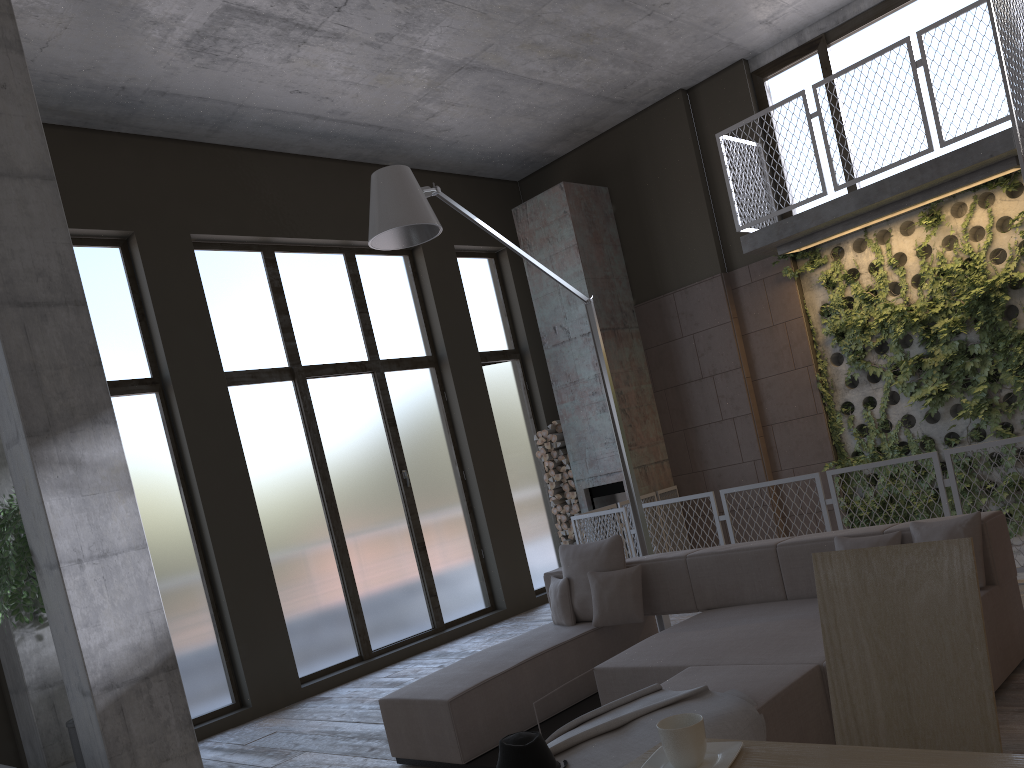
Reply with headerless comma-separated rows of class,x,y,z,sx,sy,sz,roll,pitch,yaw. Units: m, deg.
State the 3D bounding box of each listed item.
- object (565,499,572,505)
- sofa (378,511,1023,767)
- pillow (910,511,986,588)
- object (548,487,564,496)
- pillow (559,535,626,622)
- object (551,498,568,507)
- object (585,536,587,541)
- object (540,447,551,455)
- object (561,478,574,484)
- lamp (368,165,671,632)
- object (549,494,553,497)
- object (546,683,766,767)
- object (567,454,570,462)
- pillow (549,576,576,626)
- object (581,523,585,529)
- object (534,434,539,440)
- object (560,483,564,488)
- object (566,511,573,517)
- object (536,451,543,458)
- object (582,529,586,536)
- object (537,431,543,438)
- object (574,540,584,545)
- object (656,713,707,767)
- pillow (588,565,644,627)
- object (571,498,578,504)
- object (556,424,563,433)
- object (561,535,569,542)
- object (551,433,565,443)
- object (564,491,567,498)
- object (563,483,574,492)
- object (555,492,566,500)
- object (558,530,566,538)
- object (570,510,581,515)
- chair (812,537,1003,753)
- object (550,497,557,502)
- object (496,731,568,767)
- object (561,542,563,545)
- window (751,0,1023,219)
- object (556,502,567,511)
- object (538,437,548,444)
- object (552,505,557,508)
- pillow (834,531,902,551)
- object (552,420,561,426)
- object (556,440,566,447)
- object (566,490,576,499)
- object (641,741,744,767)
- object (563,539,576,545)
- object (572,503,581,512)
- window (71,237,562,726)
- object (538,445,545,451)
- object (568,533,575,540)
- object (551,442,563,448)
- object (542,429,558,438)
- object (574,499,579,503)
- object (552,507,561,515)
object,0.808,1.382,10.519,0.416,0.067,0.068,-7,-6,-45
sofa,0.553,1.491,4.507,2.966,0.785,3.055,-7,-8,-46
pillow,2.155,0.840,4.355,0.184,0.366,0.369,-14,-1,-41
object,0.628,1.277,10.633,0.448,0.089,0.092,-8,-5,-44
pillow,0.546,1.323,5.907,0.217,0.557,0.574,-14,-1,-44
object,0.627,1.402,10.571,0.416,0.073,0.072,-7,-5,-45
object,0.998,1.834,10.410,0.358,0.125,0.065,-8,-3,-45
object,0.516,0.781,10.565,0.092,0.089,0.448,-15,-5,43
object,0.731,1.134,10.475,0.327,0.057,0.090,-7,-7,-45
lamp,0.362,0.363,6.058,0.767,3.427,2.590,-12,0,31
object,0.610,1.308,10.697,0.416,0.071,0.068,-7,-5,-45
object,0.228,1.568,3.235,1.576,0.503,1.062,-10,-5,-27
object,0.796,0.855,10.400,0.065,0.126,0.358,-13,-3,42
pillow,0.348,1.521,6.096,0.150,0.376,0.372,-13,-2,-14
object,0.975,1.649,10.463,0.117,0.079,0.428,-16,-6,43
object,0.421,0.620,10.619,0.068,0.069,0.416,-15,-5,43
object,0.715,1.185,10.538,0.354,0.074,0.065,-8,-5,-44
object,0.788,1.532,10.559,0.065,0.074,0.354,-14,-5,42
object,0.464,0.826,10.630,0.093,0.092,0.431,-15,-5,43
object,0.982,1.727,10.444,0.472,0.083,0.095,-7,-6,-45
object,0.481,0.588,10.596,0.092,0.090,0.448,-15,-5,42
object,0.877,1.884,10.567,0.354,0.074,0.065,-8,-5,-44
object,0.340,0.709,1.743,0.093,0.088,0.117,-13,-3,-3
pillow,0.679,1.370,5.655,0.380,0.373,0.167,-14,1,18
object,0.864,1.360,10.461,0.416,0.067,0.068,-7,-6,-45
object,0.656,0.522,10.487,0.289,0.108,0.101,-8,-5,-45
object,0.750,1.886,10.745,0.071,0.118,0.359,-13,-4,43
object,0.640,0.620,10.425,0.095,0.093,0.431,-15,-5,43
object,0.780,1.296,10.566,0.357,0.086,0.103,-7,-6,-45
object,0.731,1.209,10.453,0.100,0.107,0.289,-15,-5,43
object,0.705,1.333,10.631,0.428,0.079,0.117,-7,-7,-45
object,0.728,1.785,10.724,0.081,0.107,0.430,-14,-4,43
object,0.854,1.495,10.484,0.358,0.068,0.124,-7,-7,-45
chair,0.683,0.963,1.669,0.709,1.196,0.354,-13,1,-43
object,0.614,1.374,10.673,0.124,0.068,0.358,-17,-7,42
object,0.042,1.324,3.114,0.307,0.169,0.294,-16,-5,31
object,0.754,1.911,10.646,0.068,0.067,0.416,-15,-5,43
window,3.924,-2.754,7.776,3.635,1.748,0.108,-17,-1,44
object,0.718,1.461,10.645,0.448,0.089,0.092,-7,-6,-45
object,0.502,0.653,10.539,0.115,0.080,0.428,-16,-6,43
object,0.649,1.441,10.674,0.418,0.085,0.068,-8,-4,-44
pillow,1.874,0.971,4.619,0.377,0.359,0.183,-15,-1,43
object,0.616,0.449,10.463,0.089,0.056,0.327,-17,-7,43
object,0.691,0.687,10.404,0.067,0.067,0.416,-15,-5,43
object,0.820,1.294,10.494,0.430,0.093,0.094,-7,-5,-45
object,0.350,0.749,1.731,0.188,0.014,0.183,-17,-7,30
object,0.803,1.883,10.591,0.095,0.083,0.472,-15,-6,43
object,0.839,1.438,10.359,0.102,0.103,0.288,-15,-5,42
window,-2.806,0.787,7.558,0.212,4.170,9.067,-11,-2,42
object,0.478,0.753,10.622,0.067,0.086,0.419,-14,-5,41
object,0.849,1.794,10.558,0.117,0.079,0.428,-16,-6,43
object,0.635,0.707,10.461,0.068,0.066,0.416,-15,-6,43
object,0.489,0.579,10.472,0.106,0.103,0.287,-15,-5,43
object,0.827,1.363,10.350,0.064,0.048,0.247,-16,-6,42
object,0.661,1.511,10.704,0.430,0.092,0.093,-7,-5,-45
